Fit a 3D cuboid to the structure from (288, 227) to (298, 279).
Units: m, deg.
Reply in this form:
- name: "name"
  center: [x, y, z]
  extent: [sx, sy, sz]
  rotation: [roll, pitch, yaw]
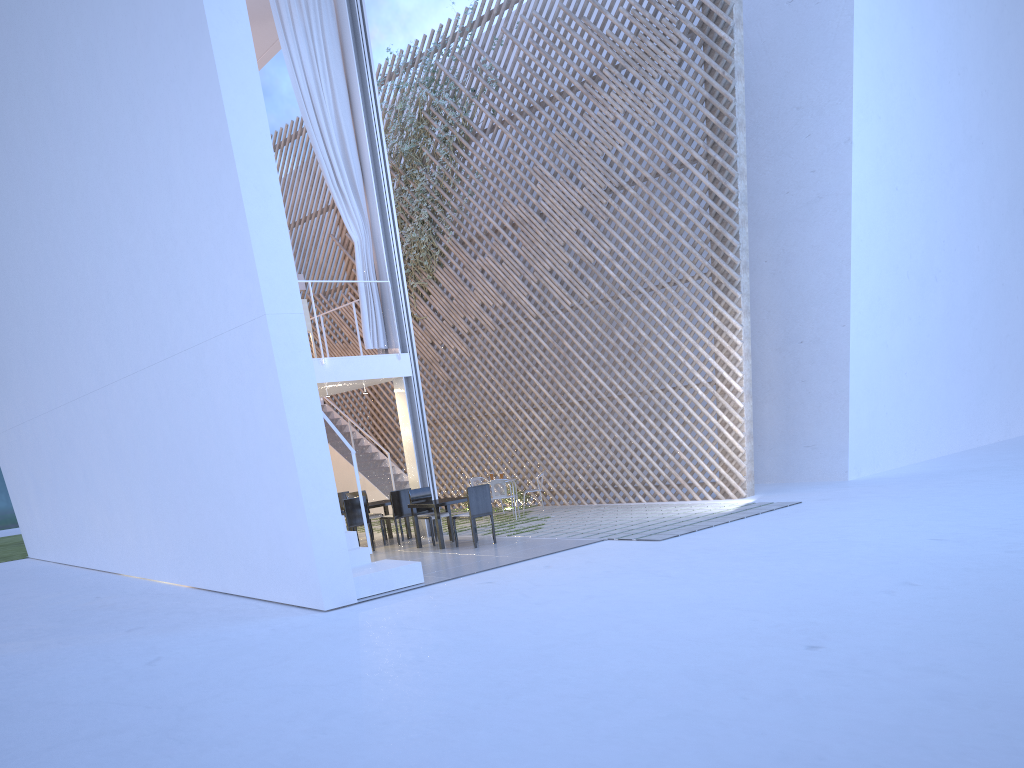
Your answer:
- name: "structure"
  center: [-2.940, -1.443, 9.087]
  extent: [1.089, 0.604, 0.026]
  rotation: [-8, 15, -36]

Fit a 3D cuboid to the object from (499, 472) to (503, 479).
- name: "object"
  center: [-0.093, 0.826, 7.342]
  extent: [0.032, 0.082, 0.028]
  rotation: [-5, 15, 6]

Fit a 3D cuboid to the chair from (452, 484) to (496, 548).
- name: "chair"
  center: [-0.282, 0.935, 5.815]
  extent: [0.181, 0.469, 0.232]
  rotation: [-18, 17, -38]

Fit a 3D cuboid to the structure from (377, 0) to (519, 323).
- name: "structure"
  center: [-0.689, -1.811, 7.876]
  extent: [2.346, 2.918, 0.684]
  rotation: [1, 17, 40]

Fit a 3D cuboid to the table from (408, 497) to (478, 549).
- name: "table"
  center: [-0.501, 1.026, 6.075]
  extent: [0.341, 0.355, 0.347]
  rotation: [-13, 10, -39]

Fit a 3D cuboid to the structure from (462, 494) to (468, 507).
- name: "structure"
  center: [-0.413, 1.205, 8.679]
  extent: [0.256, 0.279, 0.256]
  rotation: [-12, 9, -31]

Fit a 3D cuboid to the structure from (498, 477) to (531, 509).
- name: "structure"
  center: [0.013, 1.089, 8.193]
  extent: [0.316, 0.346, 0.275]
  rotation: [-1, 11, 35]

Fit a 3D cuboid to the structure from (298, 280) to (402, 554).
- name: "structure"
  center: [-0.872, 0.116, 5.441]
  extent: [1.293, 1.915, 1.416]
  rotation: [-16, 13, -38]

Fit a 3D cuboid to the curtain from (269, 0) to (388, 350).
- name: "curtain"
  center: [-1.278, -1.487, 5.812]
  extent: [0.481, 2.591, 0.094]
  rotation: [-19, 21, -37]

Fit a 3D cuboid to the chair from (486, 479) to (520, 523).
- name: "chair"
  center: [-0.088, 1.006, 7.159]
  extent: [0.264, 0.407, 0.227]
  rotation: [-6, 12, 6]

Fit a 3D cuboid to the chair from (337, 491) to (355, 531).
- name: "chair"
  center: [-1.541, 1.174, 7.253]
  extent: [0.181, 0.469, 0.232]
  rotation: [-18, 17, -38]

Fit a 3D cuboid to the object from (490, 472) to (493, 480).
- name: "object"
  center: [-0.185, 0.847, 7.509]
  extent: [0.032, 0.082, 0.028]
  rotation: [-5, 15, 6]

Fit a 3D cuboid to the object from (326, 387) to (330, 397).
- name: "object"
  center: [-1.416, 0.057, 6.294]
  extent: [0.028, 0.085, 0.027]
  rotation: [-14, 17, -27]

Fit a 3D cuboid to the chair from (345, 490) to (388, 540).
- name: "chair"
  center: [-1.211, 1.111, 6.865]
  extent: [0.181, 0.469, 0.232]
  rotation: [-18, 17, -38]

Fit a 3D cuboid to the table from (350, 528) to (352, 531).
- name: "table"
  center: [-1.878, 1.268, 7.283]
  extent: [0.876, 0.351, 0.346]
  rotation: [-7, 6, -37]

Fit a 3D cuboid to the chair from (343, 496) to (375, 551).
- name: "chair"
  center: [-1.222, 1.081, 6.276]
  extent: [0.181, 0.469, 0.232]
  rotation: [-18, 17, -38]

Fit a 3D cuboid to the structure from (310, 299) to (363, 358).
- name: "structure"
  center: [-1.447, -0.345, 7.003]
  extent: [0.026, 0.594, 1.690]
  rotation: [-22, 9, -40]

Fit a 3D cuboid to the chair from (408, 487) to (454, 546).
- name: "chair"
  center: [-0.604, 0.997, 6.193]
  extent: [0.181, 0.469, 0.232]
  rotation: [-18, 17, -38]

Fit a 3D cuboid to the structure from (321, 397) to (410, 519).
- name: "structure"
  center: [-2.048, 0.564, 9.140]
  extent: [1.949, 2.101, 1.105]
  rotation: [0, 14, 43]

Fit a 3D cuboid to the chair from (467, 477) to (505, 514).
- name: "chair"
  center: [-0.266, 1.060, 7.753]
  extent: [0.248, 0.407, 0.242]
  rotation: [-16, 15, -38]

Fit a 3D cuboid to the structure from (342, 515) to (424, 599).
- name: "structure"
  center: [-1.554, -0.393, 5.703]
  extent: [1.628, 3.547, 3.611]
  rotation: [-18, 13, -40]

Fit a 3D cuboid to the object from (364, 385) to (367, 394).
- name: "object"
  center: [-2.328, 0.590, 6.770]
  extent: [1.592, 0.873, 1.834]
  rotation: [-9, 2, -41]

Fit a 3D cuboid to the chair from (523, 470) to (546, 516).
- name: "chair"
  center: [0.203, 0.985, 7.481]
  extent: [0.249, 0.407, 0.240]
  rotation: [-7, 12, 1]

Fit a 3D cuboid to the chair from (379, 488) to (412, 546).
- name: "chair"
  center: [-0.910, 1.053, 6.512]
  extent: [0.181, 0.469, 0.232]
  rotation: [-18, 17, -38]

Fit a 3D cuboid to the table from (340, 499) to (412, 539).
- name: "table"
  center: [-1.280, 1.153, 6.581]
  extent: [0.876, 0.351, 0.346]
  rotation: [-7, 6, -37]

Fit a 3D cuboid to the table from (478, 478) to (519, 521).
- name: "table"
  center: [-0.116, 1.048, 7.484]
  extent: [0.352, 0.357, 0.322]
  rotation: [-5, 8, 13]
